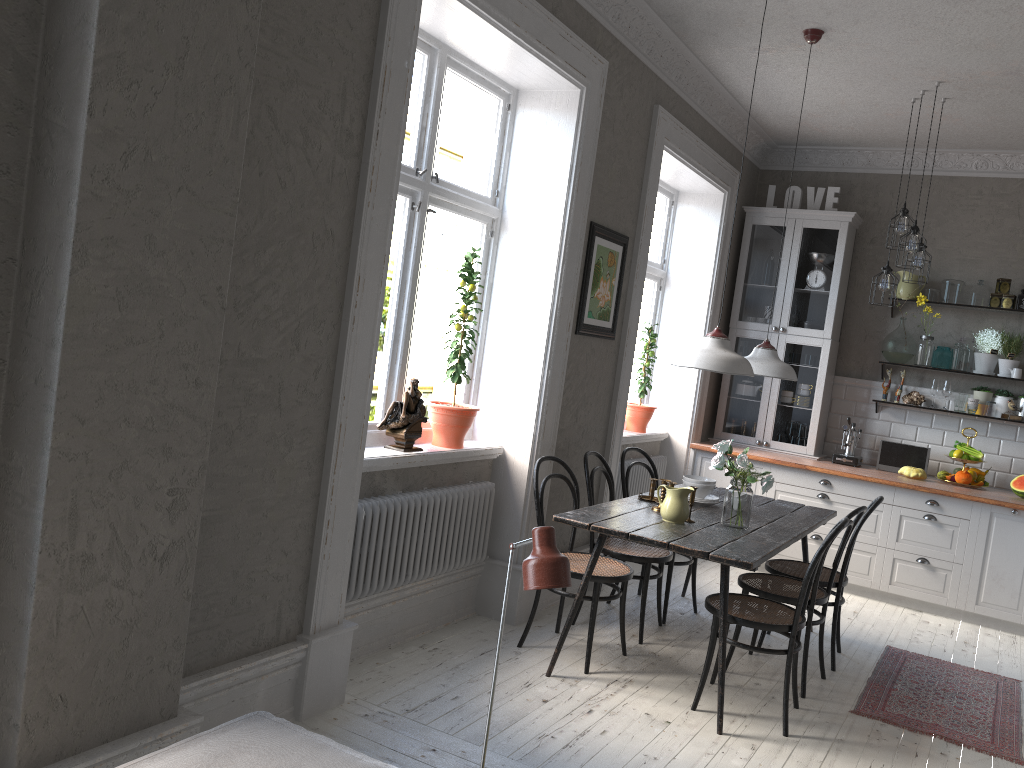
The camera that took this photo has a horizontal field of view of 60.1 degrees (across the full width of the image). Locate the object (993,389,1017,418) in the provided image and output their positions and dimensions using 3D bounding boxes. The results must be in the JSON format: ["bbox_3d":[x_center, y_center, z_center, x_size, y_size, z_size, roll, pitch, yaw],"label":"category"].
[{"bbox_3d":[3.607,0.144,6.505,0.150,0.214,0.170,6,4,-31],"label":"object"}]

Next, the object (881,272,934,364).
[{"bbox_3d":[2.964,-0.494,6.734,0.335,0.674,0.337,8,3,-3],"label":"object"}]

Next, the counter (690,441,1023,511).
[{"bbox_3d":[2.305,0.681,5.298,3.106,0.039,3.451,10,4,29],"label":"counter"}]

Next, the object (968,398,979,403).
[{"bbox_3d":[3.373,0.133,6.475,0.076,0.051,0.078,9,3,14],"label":"object"}]

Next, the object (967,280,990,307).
[{"bbox_3d":[3.492,-0.670,6.623,0.141,0.220,0.139,7,3,-12],"label":"object"}]

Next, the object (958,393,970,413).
[{"bbox_3d":[3.334,0.140,6.546,0.079,0.139,0.079,8,3,1],"label":"object"}]

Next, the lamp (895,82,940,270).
[{"bbox_3d":[2.476,-1.550,5.225,0.148,1.734,0.145,7,3,-14],"label":"lamp"}]

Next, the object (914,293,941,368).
[{"bbox_3d":[3.082,-0.402,6.618,0.189,0.539,0.285,9,3,21],"label":"object"}]

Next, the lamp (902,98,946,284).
[{"bbox_3d":[2.637,-1.492,5.500,0.145,1.734,0.148,9,3,16],"label":"lamp"}]

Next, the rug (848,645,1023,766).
[{"bbox_3d":[2.161,1.553,4.420,0.723,0.014,1.312,10,4,29],"label":"rug"}]

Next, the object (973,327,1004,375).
[{"bbox_3d":[3.528,-0.241,6.541,0.239,0.354,0.240,5,4,-43],"label":"object"}]

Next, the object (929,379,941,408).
[{"bbox_3d":[3.191,0.073,6.694,0.081,0.217,0.082,9,3,15],"label":"object"}]

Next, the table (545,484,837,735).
[{"bbox_3d":[0.997,1.023,4.573,0.889,0.734,1.954,10,4,29],"label":"table"}]

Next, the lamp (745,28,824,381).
[{"bbox_3d":[1.480,-0.959,4.762,0.372,1.858,0.387,10,4,36],"label":"lamp"}]

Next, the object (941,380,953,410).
[{"bbox_3d":[3.221,0.084,6.570,0.081,0.217,0.082,9,3,15],"label":"object"}]

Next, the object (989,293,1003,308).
[{"bbox_3d":[3.537,-0.602,6.480,0.081,0.113,0.084,9,3,29],"label":"object"}]

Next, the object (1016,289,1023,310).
[{"bbox_3d":[3.744,-0.601,6.422,0.139,0.174,0.144,9,3,29],"label":"object"}]

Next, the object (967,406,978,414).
[{"bbox_3d":[3.365,0.193,6.478,0.076,0.051,0.078,9,3,22],"label":"object"}]

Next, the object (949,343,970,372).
[{"bbox_3d":[3.313,-0.195,6.552,0.127,0.206,0.122,5,4,-39],"label":"object"}]

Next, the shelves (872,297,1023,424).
[{"bbox_3d":[3.423,-0.106,6.560,1.293,0.923,0.233,9,3,28],"label":"shelves"}]

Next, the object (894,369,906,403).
[{"bbox_3d":[2.982,0.018,6.790,0.062,0.264,0.052,6,3,-25],"label":"object"}]

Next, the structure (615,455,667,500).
[{"bbox_3d":[0.836,0.747,6.316,0.146,0.428,1.244,9,3,27],"label":"structure"}]

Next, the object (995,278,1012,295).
[{"bbox_3d":[3.575,-0.708,6.448,0.082,0.113,0.083,8,3,9],"label":"object"}]

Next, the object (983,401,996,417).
[{"bbox_3d":[3.495,0.182,6.472,0.076,0.108,0.079,9,3,22],"label":"object"}]

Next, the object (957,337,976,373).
[{"bbox_3d":[3.412,-0.218,6.673,0.129,0.264,0.134,10,4,34],"label":"object"}]

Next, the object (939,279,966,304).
[{"bbox_3d":[3.289,-0.680,6.623,0.175,0.184,0.169,7,3,-22],"label":"object"}]

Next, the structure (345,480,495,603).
[{"bbox_3d":[-0.435,0.699,4.071,0.146,0.428,1.244,9,3,27],"label":"structure"}]

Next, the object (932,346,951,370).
[{"bbox_3d":[3.250,-0.195,6.689,0.124,0.172,0.128,10,4,32],"label":"object"}]

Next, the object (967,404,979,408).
[{"bbox_3d":[3.367,0.176,6.477,0.076,0.051,0.078,9,3,22],"label":"object"}]

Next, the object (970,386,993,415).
[{"bbox_3d":[3.470,0.118,6.569,0.156,0.216,0.157,8,3,8],"label":"object"}]

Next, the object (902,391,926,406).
[{"bbox_3d":[3.048,0.107,6.724,0.176,0.111,0.097,8,3,6],"label":"object"}]

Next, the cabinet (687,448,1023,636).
[{"bbox_3d":[2.711,1.156,5.241,2.009,0.854,4.151,7,3,-14],"label":"cabinet"}]

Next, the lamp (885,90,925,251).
[{"bbox_3d":[2.491,-1.689,5.403,0.145,1.734,0.148,9,3,16],"label":"lamp"}]

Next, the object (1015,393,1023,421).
[{"bbox_3d":[3.752,0.170,6.436,0.156,0.213,0.155,9,3,26],"label":"object"}]

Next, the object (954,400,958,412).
[{"bbox_3d":[3.342,0.165,6.628,0.079,0.083,0.076,5,4,-44],"label":"object"}]

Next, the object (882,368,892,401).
[{"bbox_3d":[2.899,0.003,6.853,0.053,0.264,0.061,8,3,0],"label":"object"}]

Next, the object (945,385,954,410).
[{"bbox_3d":[3.264,0.086,6.651,0.081,0.217,0.082,9,3,15],"label":"object"}]

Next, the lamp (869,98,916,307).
[{"bbox_3d":[2.468,-1.360,5.592,0.147,1.734,0.146,8,3,-4],"label":"lamp"}]

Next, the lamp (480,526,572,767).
[{"bbox_3d":[-0.023,0.688,1.813,0.140,0.839,0.247,6,3,-25],"label":"lamp"}]

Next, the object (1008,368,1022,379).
[{"bbox_3d":[3.621,-0.075,6.354,0.064,0.071,0.104,6,4,-31],"label":"object"}]

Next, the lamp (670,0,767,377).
[{"bbox_3d":[1.031,-0.975,3.970,0.385,1.858,0.373,6,3,-24],"label":"lamp"}]

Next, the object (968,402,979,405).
[{"bbox_3d":[3.370,0.159,6.477,0.079,0.051,0.075,5,4,-43],"label":"object"}]

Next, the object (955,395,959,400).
[{"bbox_3d":[3.346,0.132,6.626,0.079,0.083,0.076,5,4,-44],"label":"object"}]

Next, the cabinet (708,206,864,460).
[{"bbox_3d":[2.179,-0.400,7.074,0.864,1.920,0.395,9,3,28],"label":"cabinet"}]

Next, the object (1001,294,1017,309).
[{"bbox_3d":[3.610,-0.590,6.436,0.081,0.113,0.084,10,4,39],"label":"object"}]

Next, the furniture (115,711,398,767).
[{"bbox_3d":[-0.643,1.075,1.865,0.573,0.475,0.842,10,4,29],"label":"furniture"}]

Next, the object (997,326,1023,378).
[{"bbox_3d":[3.617,-0.235,6.433,0.185,0.380,0.168,7,3,-11],"label":"object"}]

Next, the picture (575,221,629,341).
[{"bbox_3d":[0.522,-0.570,5.040,0.019,0.619,0.530,9,3,29],"label":"picture"}]
